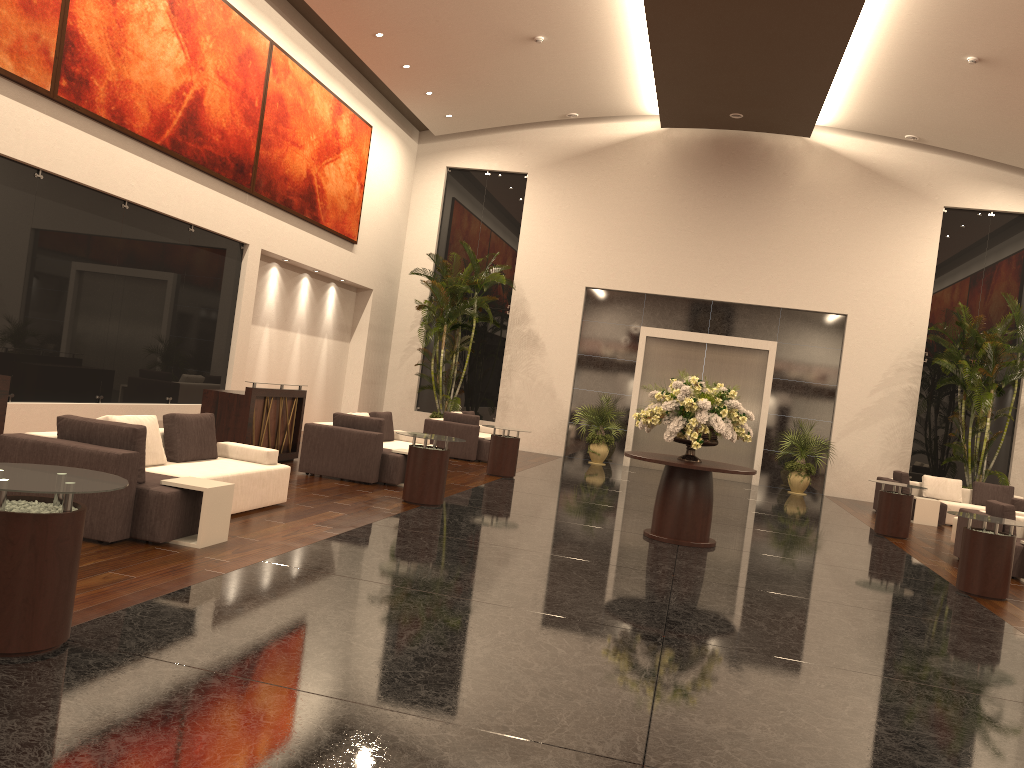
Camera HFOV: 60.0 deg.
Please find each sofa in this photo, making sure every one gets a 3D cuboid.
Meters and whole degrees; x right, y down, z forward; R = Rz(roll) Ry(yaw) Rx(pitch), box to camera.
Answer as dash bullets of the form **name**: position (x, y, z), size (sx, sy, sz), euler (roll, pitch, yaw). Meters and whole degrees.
- **sofa**: position (-1.843, 0.872, 12.857), size (1.291, 0.862, 2.846), euler (8, 0, 12)
- **sofa**: position (-2.916, 0.728, 7.798), size (1.291, 0.862, 2.846), euler (8, 0, 12)
- **sofa**: position (7.225, 2.066, 11.019), size (2.846, 0.862, 1.291), euler (8, 0, 12)
- **sofa**: position (8.139, 2.188, 13.946), size (2.586, 0.862, 3.366), euler (8, 0, 12)
- **sofa**: position (-0.767, 1.016, 17.932), size (1.291, 0.862, 2.846), euler (8, 0, 12)
- **sofa**: position (8.401, 2.224, 16.567), size (2.846, 0.862, 1.291), euler (8, 0, 12)

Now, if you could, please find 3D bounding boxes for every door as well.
- **door**: position (4.287, 0.580, 20.417), size (2.767, 3.048, 0.040), euler (8, 0, 12)

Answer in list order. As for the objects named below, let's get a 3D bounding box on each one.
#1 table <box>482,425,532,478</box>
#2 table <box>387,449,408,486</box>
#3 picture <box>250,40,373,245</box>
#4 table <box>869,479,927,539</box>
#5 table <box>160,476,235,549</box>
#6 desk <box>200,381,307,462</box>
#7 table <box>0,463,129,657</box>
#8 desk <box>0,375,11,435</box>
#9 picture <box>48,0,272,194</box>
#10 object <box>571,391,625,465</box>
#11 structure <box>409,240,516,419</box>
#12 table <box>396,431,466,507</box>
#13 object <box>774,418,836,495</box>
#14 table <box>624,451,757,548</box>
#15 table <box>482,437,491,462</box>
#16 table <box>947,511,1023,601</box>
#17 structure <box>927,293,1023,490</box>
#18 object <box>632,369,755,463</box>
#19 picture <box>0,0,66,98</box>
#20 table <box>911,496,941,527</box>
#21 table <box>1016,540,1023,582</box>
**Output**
- **table**: position (-0.138, 1.130, 14.715), size (0.833, 0.795, 0.844), euler (8, 0, -27)
- **table**: position (-1.394, 1.134, 11.952), size (0.400, 0.460, 0.400), euler (8, 0, 12)
- **picture**: position (-3.616, -4.272, 16.594), size (0.070, 2.526, 4.515), euler (8, 0, 12)
- **table**: position (5.792, 1.911, 13.435), size (0.833, 0.795, 0.844), euler (8, 0, -27)
- **table**: position (-2.467, 0.990, 6.893), size (0.400, 0.460, 0.400), euler (8, 0, 12)
- **desk**: position (-3.584, 0.513, 12.423), size (0.760, 1.114, 1.634), euler (8, 0, 12)
- **table**: position (-2.332, 0.835, 4.231), size (0.844, 0.795, 0.833), euler (8, 0, -39)
- **desk**: position (-4.917, 0.371, 6.303), size (0.700, 1.043, 2.606), euler (8, 0, 12)
- **picture**: position (-4.554, -4.398, 12.172), size (0.070, 2.526, 4.515), euler (8, 0, 12)
- **object**: position (2.041, 0.975, 20.045), size (1.373, 1.682, 1.297), euler (8, 0, -45)
- **structure**: position (-1.299, -0.942, 20.382), size (2.436, 4.611, 2.531), euler (8, 0, -16)
- **table**: position (-1.007, 1.013, 10.482), size (0.833, 0.795, 0.844), euler (8, 0, -27)
- **object**: position (6.231, 1.527, 19.087), size (1.373, 1.682, 1.297), euler (8, 0, -40)
- **table**: position (1.992, 1.345, 10.247), size (1.498, 0.921, 1.498), euler (8, 0, 3)
- **table**: position (-0.318, 1.279, 17.028), size (0.400, 0.460, 0.400), euler (8, 0, 12)
- **table**: position (4.923, 1.794, 9.203), size (0.833, 0.795, 0.844), euler (8, 0, -27)
- **structure**: position (9.557, 0.488, 17.894), size (2.436, 4.611, 2.531), euler (8, 0, -16)
- **object**: position (2.149, 0.349, 10.240), size (1.453, 1.097, 1.402), euler (8, 0, -32)
- **picture**: position (-5.490, -4.524, 7.754), size (0.070, 2.526, 4.515), euler (8, 0, 12)
- **table**: position (7.478, 2.306, 16.087), size (0.400, 0.460, 0.400), euler (8, 0, 12)
- **table**: position (6.302, 2.148, 10.540), size (0.400, 0.460, 0.400), euler (8, 0, 12)
